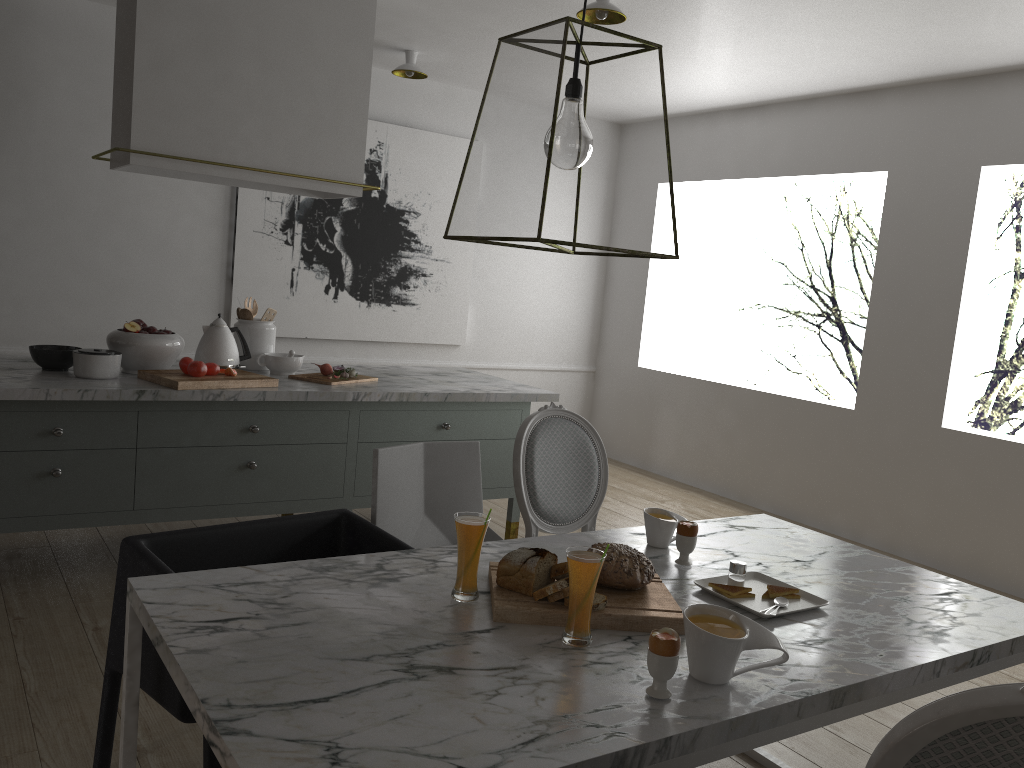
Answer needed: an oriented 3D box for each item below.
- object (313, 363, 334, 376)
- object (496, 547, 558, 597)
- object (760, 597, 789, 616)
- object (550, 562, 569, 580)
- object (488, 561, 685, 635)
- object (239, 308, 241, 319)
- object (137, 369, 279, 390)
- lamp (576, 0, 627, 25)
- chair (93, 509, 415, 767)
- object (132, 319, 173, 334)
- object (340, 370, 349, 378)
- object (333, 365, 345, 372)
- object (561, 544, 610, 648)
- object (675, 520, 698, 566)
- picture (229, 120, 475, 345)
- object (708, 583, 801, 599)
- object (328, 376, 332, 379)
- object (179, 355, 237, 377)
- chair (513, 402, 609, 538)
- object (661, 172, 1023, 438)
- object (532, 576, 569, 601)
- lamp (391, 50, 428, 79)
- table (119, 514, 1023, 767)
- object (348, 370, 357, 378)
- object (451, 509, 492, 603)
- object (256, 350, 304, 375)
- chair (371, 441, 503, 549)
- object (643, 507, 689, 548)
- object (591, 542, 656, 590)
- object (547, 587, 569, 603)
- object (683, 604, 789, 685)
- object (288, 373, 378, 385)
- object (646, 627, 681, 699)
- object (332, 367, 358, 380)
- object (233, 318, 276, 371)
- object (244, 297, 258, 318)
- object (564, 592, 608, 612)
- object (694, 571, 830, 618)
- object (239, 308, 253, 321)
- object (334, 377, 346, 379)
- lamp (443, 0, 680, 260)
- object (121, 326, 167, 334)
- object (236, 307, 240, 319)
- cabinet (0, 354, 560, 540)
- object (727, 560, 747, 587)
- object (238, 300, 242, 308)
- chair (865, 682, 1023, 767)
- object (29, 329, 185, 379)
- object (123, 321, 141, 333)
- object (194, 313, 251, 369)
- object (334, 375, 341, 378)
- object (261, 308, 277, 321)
[{"bbox_3d":[-0.786,-0.062,3.692,0.090,0.051,0.050,8,7,19],"label":"object"},{"bbox_3d":[0.029,0.355,1.732,0.090,0.087,0.086,10,8,33],"label":"object"},{"bbox_3d":[0.538,0.457,1.811,0.032,0.013,0.132,9,8,30],"label":"object"},{"bbox_3d":[0.119,0.374,1.731,0.074,0.067,0.079,9,8,28],"label":"object"},{"bbox_3d":[0.138,0.420,1.761,0.360,0.031,0.260,5,7,-4],"label":"object"},{"bbox_3d":[-1.136,-0.199,3.777,0.033,0.250,0.118,6,7,6],"label":"object"},{"bbox_3d":[-1.113,-0.020,3.260,0.290,0.030,0.400,11,9,40],"label":"object"},{"bbox_3d":[0.355,-1.493,3.469,0.197,0.130,0.197,9,8,31],"label":"lamp"},{"bbox_3d":[-0.518,0.641,1.964,0.569,0.597,0.609,-1,9,-44],"label":"chair"},{"bbox_3d":[-1.385,-0.199,3.404,0.167,0.091,0.071,4,7,-9],"label":"object"},{"bbox_3d":[-0.691,-0.043,3.660,0.034,0.037,0.033,10,8,33],"label":"object"},{"bbox_3d":[-0.736,-0.061,3.779,0.057,0.039,0.049,0,8,-37],"label":"object"},{"bbox_3d":[0.122,0.362,1.551,0.071,0.188,0.071,4,7,-13],"label":"object"},{"bbox_3d":[0.406,0.370,2.072,0.050,0.101,0.050,2,8,-27],"label":"object"},{"bbox_3d":[-0.897,-0.920,5.370,1.545,1.315,0.039,1,8,-34],"label":"picture"},{"bbox_3d":[0.523,0.445,1.898,0.197,0.014,0.068,5,7,-6],"label":"object"},{"bbox_3d":[-0.741,-0.026,3.601,0.015,0.010,0.028,9,8,30],"label":"object"},{"bbox_3d":[-1.104,-0.069,3.240,0.194,0.079,0.135,-1,9,-45],"label":"object"},{"bbox_3d":[0.212,0.503,2.664,0.480,0.833,0.505,1,8,-37],"label":"chair"},{"bbox_3d":[2.758,1.135,4.085,0.001,8.324,10.834,1,8,-34],"label":"object"},{"bbox_3d":[0.090,0.381,1.680,0.072,0.057,0.083,10,8,31],"label":"object"},{"bbox_3d":[-0.552,-1.739,4.823,0.197,0.130,0.197,11,9,40],"label":"lamp"},{"bbox_3d":[0.229,0.729,1.838,1.781,0.583,0.870,1,8,-34],"label":"table"},{"bbox_3d":[-0.668,-0.043,3.693,0.037,0.036,0.035,12,9,43],"label":"object"},{"bbox_3d":[-0.083,0.323,1.712,0.071,0.188,0.071,4,7,-13],"label":"object"},{"bbox_3d":[-0.956,-0.096,3.694,0.159,0.110,0.172,7,7,11],"label":"object"},{"bbox_3d":[-0.144,0.558,2.330,0.470,0.745,0.439,-1,9,-44],"label":"chair"},{"bbox_3d":[0.387,0.361,2.229,0.138,0.085,0.089,0,9,-39],"label":"object"},{"bbox_3d":[0.219,0.369,1.824,0.151,0.075,0.157,6,7,1],"label":"object"},{"bbox_3d":[0.118,0.386,1.676,0.073,0.055,0.083,10,8,32],"label":"object"},{"bbox_3d":[0.363,0.437,1.479,0.170,0.105,0.110,4,7,-14],"label":"object"},{"bbox_3d":[-0.739,-0.025,3.688,0.220,0.012,0.330,9,7,26],"label":"object"},{"bbox_3d":[0.234,0.434,1.383,0.050,0.101,0.050,0,8,-38],"label":"object"},{"bbox_3d":[-0.713,-0.040,3.658,0.116,0.058,0.224,6,7,2],"label":"object"},{"bbox_3d":[-1.100,-0.171,3.783,0.174,0.208,0.174,3,7,-17],"label":"object"},{"bbox_3d":[-1.130,-0.225,3.816,0.056,0.296,0.131,4,7,-15],"label":"object"},{"bbox_3d":[0.144,0.409,1.667,0.068,0.017,0.077,10,8,33],"label":"object"},{"bbox_3d":[0.529,0.449,1.891,0.212,0.014,0.212,1,8,-34],"label":"object"},{"bbox_3d":[-1.096,-0.193,3.749,0.061,0.251,0.117,10,8,35],"label":"object"},{"bbox_3d":[-0.697,-0.025,3.632,0.059,0.008,0.043,6,7,8],"label":"object"},{"bbox_3d":[0.136,-0.791,1.535,0.584,1.108,0.584,3,7,-19],"label":"lamp"},{"bbox_3d":[-1.386,-0.180,3.348,0.154,0.074,0.135,0,9,-38],"label":"object"},{"bbox_3d":[-1.136,-0.203,3.810,0.114,0.247,0.050,2,8,-29],"label":"object"},{"bbox_3d":[-1.040,0.318,3.677,2.360,0.721,0.870,1,8,-34],"label":"cabinet"},{"bbox_3d":[0.489,0.415,1.926,0.036,0.060,0.036,6,7,7],"label":"object"},{"bbox_3d":[-1.106,-0.217,3.778,0.141,0.290,0.064,3,7,-20],"label":"object"},{"bbox_3d":[0.600,0.706,1.259,0.480,0.833,0.505,5,7,-2],"label":"chair"},{"bbox_3d":[-1.484,-0.123,3.292,0.364,0.156,0.491,10,8,32],"label":"object"},{"bbox_3d":[-1.407,-0.207,3.280,0.054,0.048,0.061,8,7,19],"label":"object"},{"bbox_3d":[-1.168,-0.165,3.563,0.204,0.236,0.178,6,7,2],"label":"object"},{"bbox_3d":[-0.715,-0.030,3.627,0.030,0.017,0.013,2,7,-25],"label":"object"},{"bbox_3d":[-1.073,-0.195,3.739,0.149,0.262,0.054,3,7,-19],"label":"object"}]
